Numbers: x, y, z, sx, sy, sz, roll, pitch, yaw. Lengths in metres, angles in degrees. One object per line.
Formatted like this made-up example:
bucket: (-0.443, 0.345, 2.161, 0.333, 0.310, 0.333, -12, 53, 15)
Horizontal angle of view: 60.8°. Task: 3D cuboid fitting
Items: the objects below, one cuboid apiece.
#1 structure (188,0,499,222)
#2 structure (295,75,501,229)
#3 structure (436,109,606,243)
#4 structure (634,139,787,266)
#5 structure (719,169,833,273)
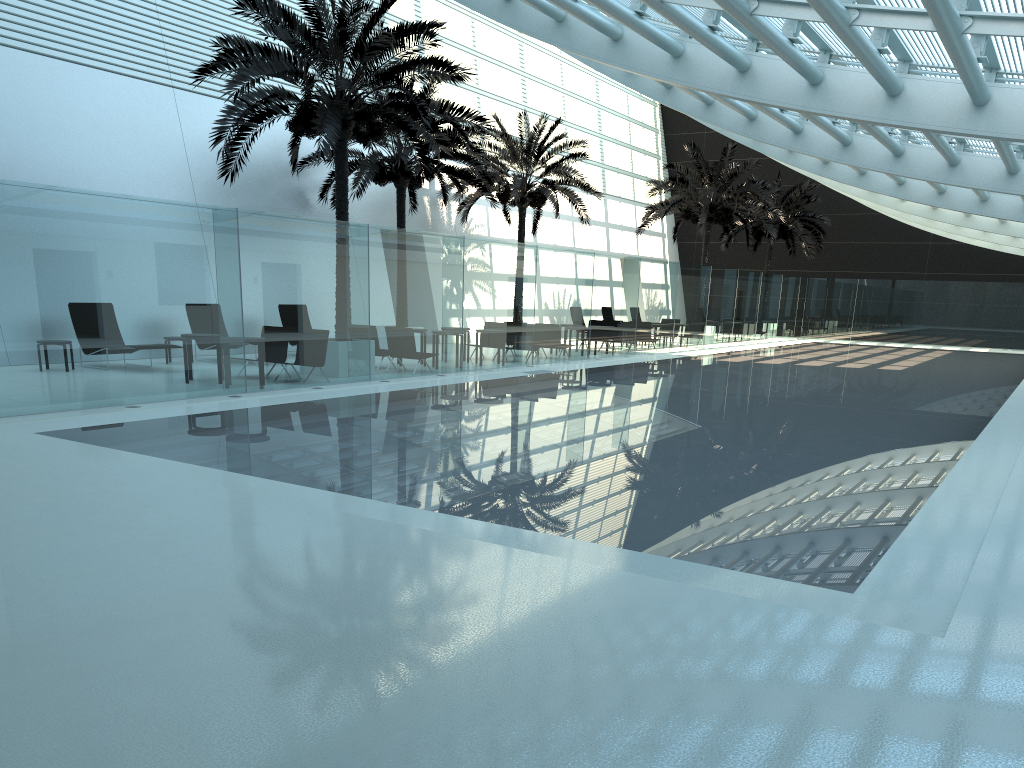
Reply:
structure: (-3.211, -3.693, 15.610, 4.395, 7.283, 4.690, -9, 17, -39)
structure: (-2.830, -4.258, 21.934, 4.632, 7.090, 4.122, 4, 13, 10)
structure: (0.207, -4.720, 26.975, 4.620, 7.154, 4.133, -4, 14, -24)
structure: (7.025, -5.015, 31.392, 4.775, 7.283, 4.315, 8, 14, 25)
structure: (11.404, -5.575, 38.092, 4.448, 7.282, 4.634, 4, 13, 10)
